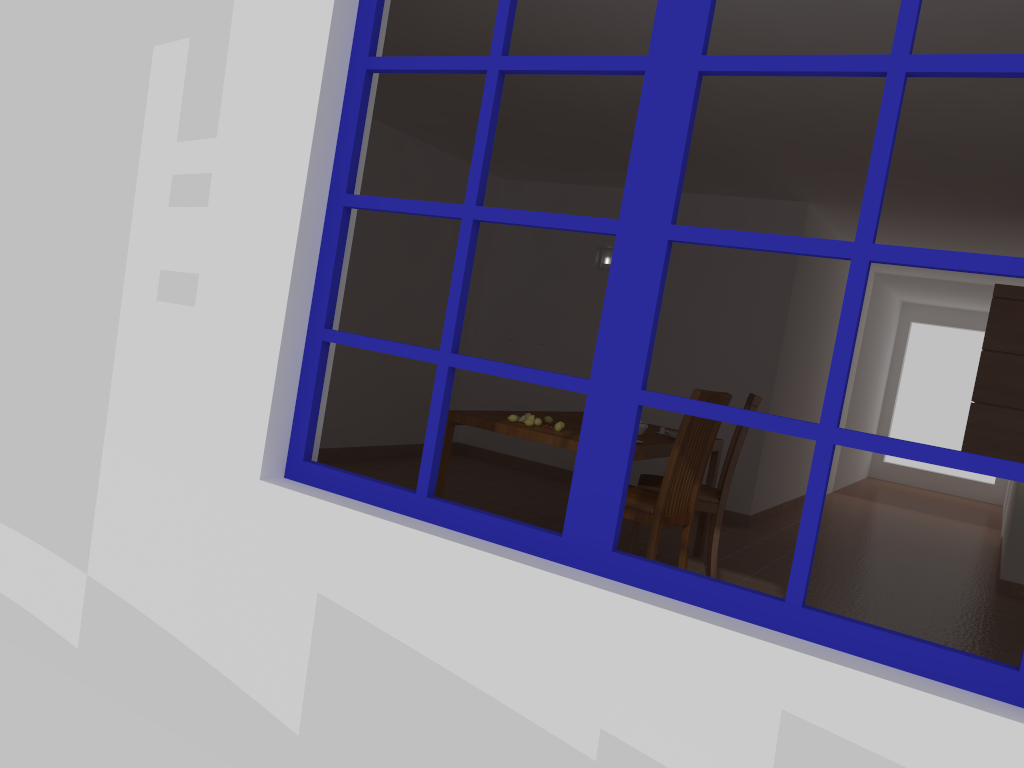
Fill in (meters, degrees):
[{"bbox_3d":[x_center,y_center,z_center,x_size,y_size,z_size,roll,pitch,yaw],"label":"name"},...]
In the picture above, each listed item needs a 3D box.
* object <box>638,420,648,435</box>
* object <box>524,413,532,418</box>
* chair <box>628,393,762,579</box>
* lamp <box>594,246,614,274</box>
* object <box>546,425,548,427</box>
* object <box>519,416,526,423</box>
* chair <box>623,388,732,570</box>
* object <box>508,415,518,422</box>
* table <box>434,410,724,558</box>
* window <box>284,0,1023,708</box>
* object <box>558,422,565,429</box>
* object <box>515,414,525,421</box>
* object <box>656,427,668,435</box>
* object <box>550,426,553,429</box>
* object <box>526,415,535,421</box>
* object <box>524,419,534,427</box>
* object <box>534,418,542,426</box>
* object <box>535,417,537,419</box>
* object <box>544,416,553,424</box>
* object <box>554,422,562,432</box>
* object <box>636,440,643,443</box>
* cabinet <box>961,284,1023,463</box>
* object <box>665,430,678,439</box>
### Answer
[{"bbox_3d":[0.690,0.235,4.824,0.096,0.079,0.096,11,4,25],"label":"object"},{"bbox_3d":[0.083,0.163,4.459,0.042,0.038,0.043,10,3,6],"label":"object"},{"bbox_3d":[1.000,0.534,4.937,0.574,1.063,0.444,10,3,10],"label":"chair"},{"bbox_3d":[0.716,-1.038,4.793,0.304,0.919,0.304,12,4,29],"label":"lamp"},{"bbox_3d":[0.172,0.206,4.360,0.012,0.014,0.014,11,4,18],"label":"object"},{"bbox_3d":[0.054,0.173,4.375,0.033,0.036,0.039,8,4,-23],"label":"object"},{"bbox_3d":[0.658,0.512,4.330,0.574,1.063,0.444,13,4,39],"label":"chair"},{"bbox_3d":[0.005,0.168,4.308,0.043,0.038,0.043,11,4,18],"label":"object"},{"bbox_3d":[0.421,0.599,4.924,0.900,0.740,1.800,12,4,29],"label":"table"},{"bbox_3d":[0.274,-0.314,1.817,1.699,1.430,0.035,12,4,29],"label":"window"},{"bbox_3d":[0.237,0.205,4.349,0.042,0.041,0.041,10,3,4],"label":"object"},{"bbox_3d":[0.076,0.175,4.444,0.091,0.032,0.092,12,4,29],"label":"object"},{"bbox_3d":[0.864,0.270,5.096,0.065,0.037,0.065,13,5,42],"label":"object"},{"bbox_3d":[0.191,0.212,4.319,0.014,0.012,0.014,12,4,33],"label":"object"},{"bbox_3d":[0.091,0.174,4.332,0.039,0.049,0.039,12,4,37],"label":"object"},{"bbox_3d":[0.083,0.185,4.241,0.043,0.038,0.043,11,4,18],"label":"object"},{"bbox_3d":[0.126,0.188,4.342,0.041,0.039,0.044,9,3,-7],"label":"object"},{"bbox_3d":[0.121,0.171,4.368,0.014,0.014,0.012,7,4,-40],"label":"object"},{"bbox_3d":[0.188,0.185,4.551,0.042,0.041,0.041,11,3,15],"label":"object"},{"bbox_3d":[0.223,0.205,4.258,0.038,0.053,0.039,8,4,-26],"label":"object"},{"bbox_3d":[0.593,0.281,4.386,0.108,0.008,0.108,9,3,-6],"label":"object"},{"bbox_3d":[5.194,0.375,4.893,4.718,1.200,0.754,12,4,29],"label":"cabinet"},{"bbox_3d":[0.919,0.290,4.939,0.136,0.036,0.136,9,3,-13],"label":"object"}]
